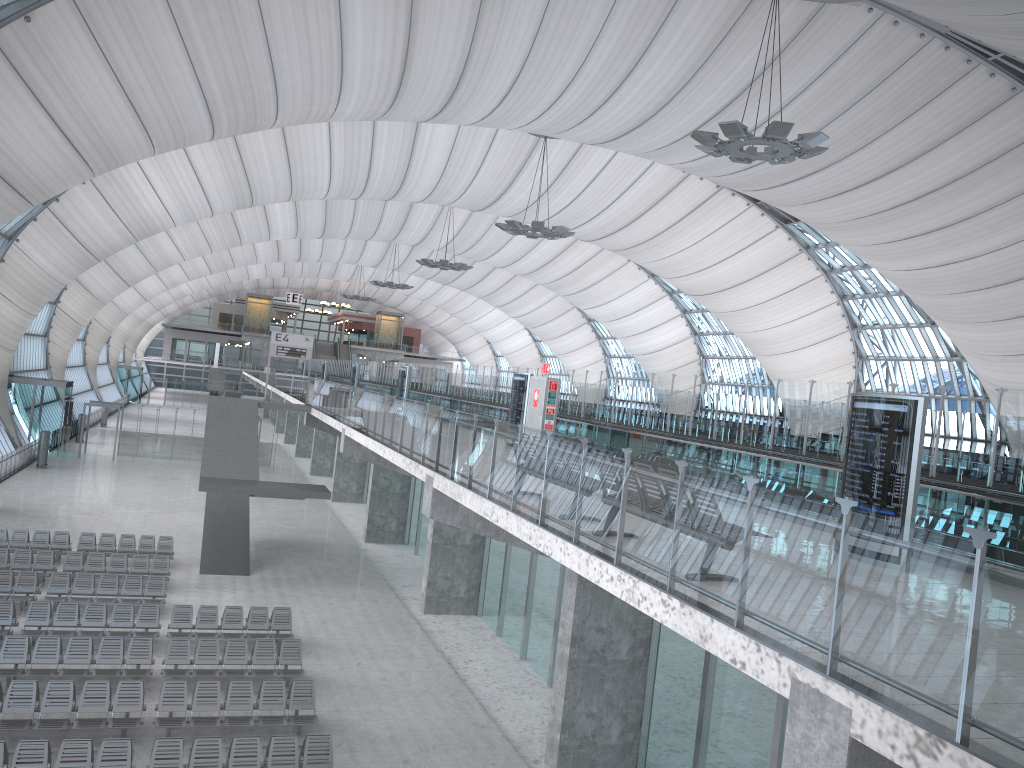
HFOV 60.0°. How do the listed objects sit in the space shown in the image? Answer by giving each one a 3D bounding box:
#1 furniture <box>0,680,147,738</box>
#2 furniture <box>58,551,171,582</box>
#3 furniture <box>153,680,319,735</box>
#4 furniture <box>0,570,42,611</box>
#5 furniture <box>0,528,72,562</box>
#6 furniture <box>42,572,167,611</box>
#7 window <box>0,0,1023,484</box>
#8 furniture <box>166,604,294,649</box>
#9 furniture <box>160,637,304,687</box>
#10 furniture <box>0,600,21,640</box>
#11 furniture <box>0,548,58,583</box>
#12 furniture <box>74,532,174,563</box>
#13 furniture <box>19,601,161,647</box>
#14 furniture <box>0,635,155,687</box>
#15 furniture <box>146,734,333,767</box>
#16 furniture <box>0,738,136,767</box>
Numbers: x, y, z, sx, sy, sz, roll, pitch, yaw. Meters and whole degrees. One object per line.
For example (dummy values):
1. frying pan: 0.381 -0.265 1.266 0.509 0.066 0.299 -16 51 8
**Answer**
1. furniture: -7.457 5.321 14.547 2.705 0.913 1.572 6 0 -19
2. furniture: -10.617 5.008 23.841 2.705 0.913 1.572 6 0 -19
3. furniture: -4.781 5.624 15.467 2.705 0.913 1.572 6 0 -19
4. furniture: -12.537 4.780 20.699 2.705 0.913 1.572 6 0 -19
5. furniture: -14.142 4.620 25.421 2.705 0.913 1.572 6 0 -19
6. furniture: -9.861 5.083 21.619 2.705 0.913 1.572 6 0 -19
7. window: -11.236 -4.299 79.060 50.537 20.004 167.818 6 0 -19
8. furniture: -6.326 5.471 20.011 2.705 0.913 1.572 6 0 -19
9. furniture: -5.553 5.548 17.739 2.705 0.913 1.572 6 0 -19
10. furniture: -11.677 4.865 18.171 2.705 0.913 1.572 6 0 -19
11. furniture: -13.293 4.705 22.921 2.705 0.913 1.572 6 0 -19
12. furniture: -11.467 4.924 26.341 2.705 0.913 1.572 6 0 -19
13. furniture: -9.002 5.168 19.091 2.705 0.913 1.572 6 0 -19
14. furniture: -8.229 5.245 16.819 2.705 0.913 1.572 6 0 -19
15. furniture: -4.008 5.701 13.194 2.705 0.913 1.572 6 0 -19
16. furniture: -6.684 5.398 12.274 2.705 0.913 1.572 6 0 -19
